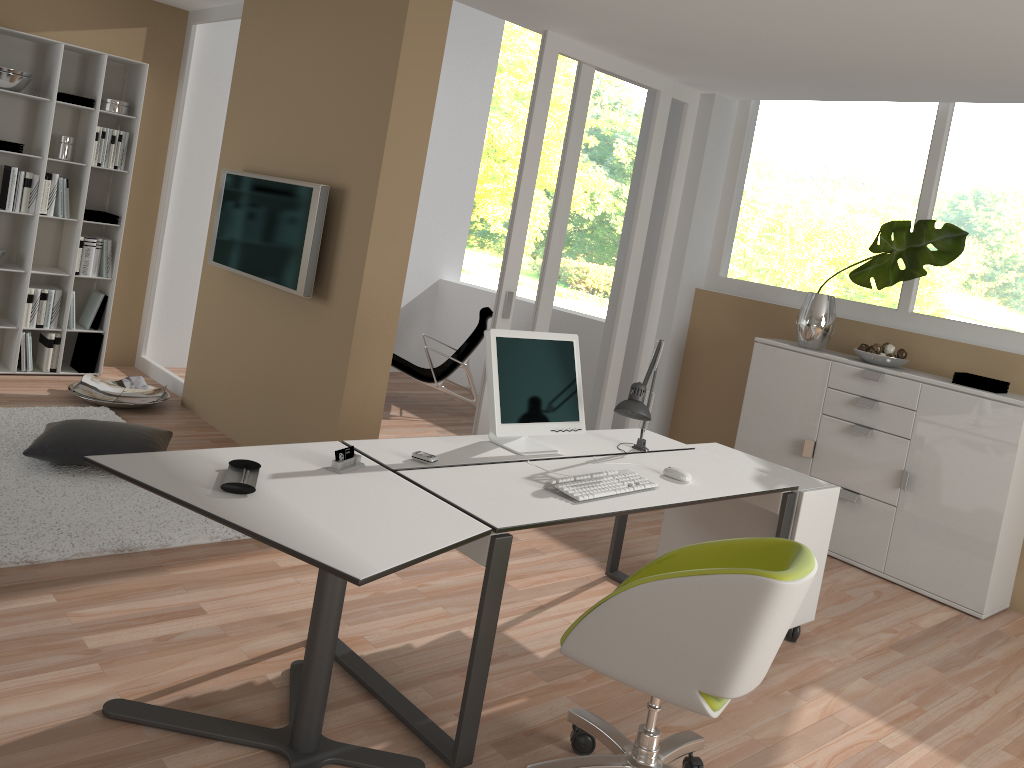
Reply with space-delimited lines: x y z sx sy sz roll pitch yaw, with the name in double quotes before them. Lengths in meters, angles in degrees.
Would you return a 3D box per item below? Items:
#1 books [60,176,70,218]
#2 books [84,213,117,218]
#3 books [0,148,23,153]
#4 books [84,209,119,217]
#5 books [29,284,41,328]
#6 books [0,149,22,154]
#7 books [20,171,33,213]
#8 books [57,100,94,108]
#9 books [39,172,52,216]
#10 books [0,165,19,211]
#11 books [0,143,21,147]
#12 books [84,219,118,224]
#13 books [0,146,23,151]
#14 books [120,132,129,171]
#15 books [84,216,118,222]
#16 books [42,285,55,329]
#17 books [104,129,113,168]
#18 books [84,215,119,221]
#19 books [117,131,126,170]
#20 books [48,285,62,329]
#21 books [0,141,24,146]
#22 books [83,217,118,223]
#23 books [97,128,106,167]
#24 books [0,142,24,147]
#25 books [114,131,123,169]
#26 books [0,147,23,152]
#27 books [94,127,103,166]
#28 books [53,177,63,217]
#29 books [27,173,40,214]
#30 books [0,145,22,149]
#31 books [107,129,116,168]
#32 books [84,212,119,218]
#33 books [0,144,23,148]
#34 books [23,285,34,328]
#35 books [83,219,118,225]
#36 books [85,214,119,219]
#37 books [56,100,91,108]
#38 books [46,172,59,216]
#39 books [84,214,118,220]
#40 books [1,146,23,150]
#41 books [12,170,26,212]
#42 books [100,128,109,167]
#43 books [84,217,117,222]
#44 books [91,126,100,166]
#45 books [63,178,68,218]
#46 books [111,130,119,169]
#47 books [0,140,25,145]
"books" -2.968 -1.238 5.825 0.057 0.256 0.211 7 6 -43
"books" -2.831 -1.160 5.992 0.209 0.008 0.302 1 14 -43
"books" -3.249 -1.480 5.500 0.296 0.006 0.214 1 14 -43
"books" -2.830 -1.169 5.987 0.209 0.006 0.302 1 14 -43
"books" -3.154 -0.515 5.777 0.040 0.256 0.211 7 6 -43
"books" -3.250 -1.475 5.499 0.296 0.007 0.214 1 14 -43
"books" -3.131 -1.234 5.638 0.040 0.256 0.211 7 6 -43
"books" -2.910 -1.841 5.770 0.302 0.006 0.209 19 13 41
"books" -3.062 -1.243 5.723 0.053 0.270 0.211 7 6 -43
"books" -3.194 -1.244 5.585 0.040 0.273 0.211 7 6 -43
"books" -3.245 -1.514 5.501 0.296 0.008 0.214 1 14 -43
"books" -2.841 -1.122 5.993 0.209 0.006 0.302 1 14 -43
"books" -3.249 -1.492 5.498 0.296 0.006 0.214 0 14 -44
"books" -2.667 -1.589 5.991 0.020 0.256 0.211 7 6 -43
"books" -2.837 -1.138 5.991 0.209 0.006 0.302 1 14 -43
"books" -3.093 -0.514 5.832 0.040 0.256 0.211 7 6 -43
"books" -2.745 -1.589 5.918 0.020 0.256 0.211 7 6 -43
"books" -2.836 -1.143 5.990 0.209 0.006 0.302 1 14 -43
"books" -2.683 -1.589 5.976 0.020 0.256 0.211 7 6 -43
"books" -3.062 -0.513 5.861 0.040 0.256 0.211 7 6 -43
"books" -3.238 -1.523 5.499 0.296 0.007 0.214 1 14 -43
"books" -2.840 -1.128 5.992 0.209 0.006 0.302 1 14 -43
"books" -2.775 -1.590 5.889 0.020 0.256 0.211 7 6 -43
"books" -3.244 -1.519 5.501 0.296 0.008 0.214 1 14 -43
"books" -2.697 -1.589 5.961 0.020 0.256 0.211 7 6 -43
"books" -3.248 -1.486 5.500 0.296 0.006 0.214 1 14 -43
"books" -2.792 -1.590 5.876 0.020 0.256 0.211 7 6 -43
"books" -2.992 -1.235 5.787 0.059 0.258 0.211 7 6 -43
"books" -3.106 -1.232 5.672 0.040 0.250 0.211 7 6 -43
"books" -3.244 -1.502 5.500 0.296 0.006 0.214 1 14 -43
"books" -2.725 -1.588 5.929 0.020 0.256 0.211 7 6 -43
"books" -2.832 -1.165 5.987 0.209 0.007 0.302 1 14 -43
"books" -3.243 -1.507 5.497 0.296 0.006 0.214 1 13 -42
"books" -3.180 -0.513 5.743 0.040 0.256 0.211 7 6 -43
"books" -2.843 -1.117 5.993 0.209 0.007 0.302 1 14 -43
"books" -2.832 -1.155 5.993 0.209 0.008 0.302 1 14 -43
"books" -2.912 -1.836 5.770 0.302 0.007 0.209 19 13 41
"books" -3.028 -1.245 5.756 0.040 0.273 0.211 7 6 -43
"books" -2.837 -1.150 5.990 0.209 0.006 0.302 1 13 -41
"books" -3.245 -1.497 5.500 0.296 0.006 0.214 1 14 -43
"books" -3.165 -1.236 5.614 0.040 0.256 0.211 7 6 -43
"books" -2.761 -1.590 5.904 0.020 0.256 0.211 7 6 -43
"books" -2.840 -1.134 5.994 0.209 0.006 0.302 0 14 -44
"books" -2.803 -1.589 5.857 0.020 0.256 0.211 7 6 -43
"books" -2.970 -1.232 5.802 0.057 0.256 0.211 7 6 -43
"books" -2.715 -1.589 5.949 0.020 0.256 0.211 7 6 -43
"books" -3.237 -1.528 5.500 0.296 0.006 0.214 1 14 -43
